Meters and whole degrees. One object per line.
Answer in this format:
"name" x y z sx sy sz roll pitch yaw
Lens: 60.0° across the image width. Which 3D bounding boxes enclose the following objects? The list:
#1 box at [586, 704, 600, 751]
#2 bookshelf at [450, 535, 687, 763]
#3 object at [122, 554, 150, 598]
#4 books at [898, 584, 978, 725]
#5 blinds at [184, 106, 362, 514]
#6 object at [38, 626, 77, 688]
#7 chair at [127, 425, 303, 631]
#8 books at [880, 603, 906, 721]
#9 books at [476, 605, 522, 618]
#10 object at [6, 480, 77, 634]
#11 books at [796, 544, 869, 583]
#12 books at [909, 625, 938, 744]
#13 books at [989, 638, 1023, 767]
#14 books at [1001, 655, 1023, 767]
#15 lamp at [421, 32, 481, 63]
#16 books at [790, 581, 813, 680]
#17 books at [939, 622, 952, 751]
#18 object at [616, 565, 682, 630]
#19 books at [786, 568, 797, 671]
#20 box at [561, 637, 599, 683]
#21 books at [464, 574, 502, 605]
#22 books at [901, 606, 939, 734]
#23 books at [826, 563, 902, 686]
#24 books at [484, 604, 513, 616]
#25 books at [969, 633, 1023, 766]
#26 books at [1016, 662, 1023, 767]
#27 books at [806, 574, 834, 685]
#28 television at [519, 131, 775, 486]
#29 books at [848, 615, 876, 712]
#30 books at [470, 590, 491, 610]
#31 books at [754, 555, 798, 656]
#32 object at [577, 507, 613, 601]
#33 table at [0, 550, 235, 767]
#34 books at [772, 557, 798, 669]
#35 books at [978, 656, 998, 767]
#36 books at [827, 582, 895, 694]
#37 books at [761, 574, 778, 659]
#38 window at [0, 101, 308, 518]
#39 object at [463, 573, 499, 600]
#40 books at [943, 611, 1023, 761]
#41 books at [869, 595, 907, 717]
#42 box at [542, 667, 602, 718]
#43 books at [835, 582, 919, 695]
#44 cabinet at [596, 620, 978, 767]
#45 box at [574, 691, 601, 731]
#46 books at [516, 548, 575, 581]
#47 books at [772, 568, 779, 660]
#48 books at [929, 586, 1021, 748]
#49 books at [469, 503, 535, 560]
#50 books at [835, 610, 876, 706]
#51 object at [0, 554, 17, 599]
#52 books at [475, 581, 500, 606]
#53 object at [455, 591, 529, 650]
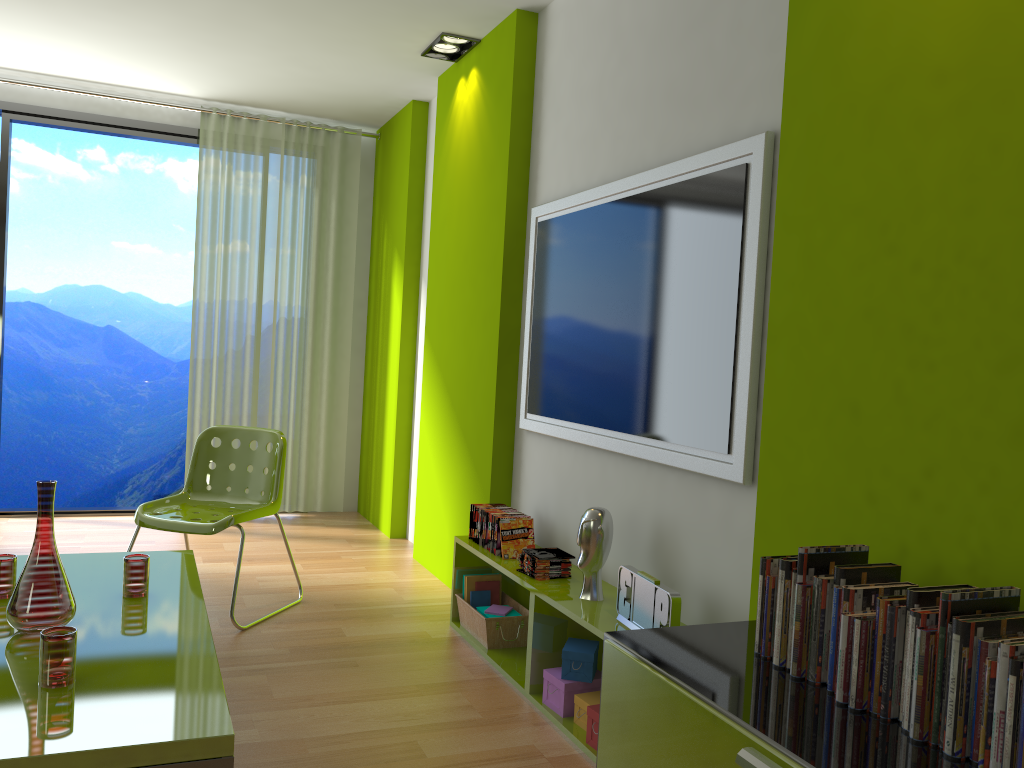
"box" 0.325 1.014 2.597 0.202 0.116 0.135 2 2 -28
"bookshelf" 0.201 0.875 3.042 0.306 0.378 1.630 2 2 -23
"object" -1.162 0.594 2.741 0.076 0.122 0.075 4 2 12
"books" 0.712 0.455 1.485 0.144 0.229 0.025 2 2 -23
"blinds" -1.550 -0.438 5.783 1.012 2.568 0.067 2 2 -23
"object" -1.037 0.624 2.025 0.075 0.122 0.076 4 2 33
"chair" -1.285 0.579 3.807 0.640 0.759 0.546 4 2 16
"books" 0.694 0.469 1.502 0.163 0.198 0.018 2 2 -23
"books" -0.044 0.916 3.507 0.143 0.025 0.182 2 2 -23
"object" -1.254 0.460 2.375 0.168 0.400 0.168 2 2 -37
"books" 0.609 0.434 1.704 0.163 0.246 0.017 2 2 -23
"books" 0.716 0.480 1.425 0.180 0.185 0.025 2 2 -23
"books" 0.774 0.478 1.309 0.163 0.204 0.025 2 2 -23
"books" 0.772 0.485 1.281 0.161 0.191 0.021 2 2 -23
"lamp" -0.299 -1.701 4.330 0.192 0.131 0.352 2 2 -23
"books" 0.607 0.466 1.682 0.180 0.183 0.025 2 2 -23
"books" 0.739 0.473 1.395 0.161 0.204 0.014 2 2 -23
"object" 0.383 0.632 2.521 0.047 0.176 0.340 3 2 -18
"books" 0.603 0.455 1.719 0.161 0.201 0.013 2 2 -23
"box" 0.221 0.894 2.875 0.102 0.093 0.138 4 2 12
"books" -0.120 0.898 3.689 0.158 0.202 0.051 2 2 -23
"books" 0.713 0.469 1.455 0.163 0.204 0.033 2 2 -23
"books" 0.647 0.448 1.636 0.144 0.227 0.025 2 2 -23
"books" -0.052 0.899 3.523 0.087 0.008 0.110 4 2 17
"books" 0.763 0.481 1.350 0.151 0.193 0.025 2 2 -23
"books" 0.782 0.484 1.257 0.161 0.196 0.030 2 2 -23
"books" 0.626 0.458 1.659 0.163 0.201 0.032 2 2 -23
"television" 0.362 -0.238 3.064 0.028 0.941 1.537 2 2 -23
"books" 0.664 0.484 1.542 0.185 0.164 0.025 2 2 -23
"books" -0.131 0.926 3.648 0.086 0.148 0.025 2 2 -23
"books" 0.567 0.450 1.802 0.163 0.201 0.025 2 2 -23
"object" 0.270 0.552 2.876 0.107 0.305 0.107 4 2 34
"table" -1.270 0.830 2.437 0.810 0.349 1.682 2 2 -23
"books" 0.590 0.447 1.736 0.172 0.215 0.030 2 2 -23
"books" 0.765 0.492 1.329 0.163 0.173 0.017 2 2 -23
"books" 0.645 0.464 1.613 0.163 0.196 0.018 2 2 -23
"books" 0.574 0.467 1.783 0.163 0.171 0.017 2 2 -23
"window" -2.905 -0.421 5.465 3.336 2.498 0.219 2 2 -23
"object" -0.129 0.898 3.712 0.158 0.200 0.040 2 2 -23
"books" 0.743 0.467 1.372 0.172 0.217 0.031 2 2 -23
"books" 0.685 0.466 1.522 0.163 0.204 0.025 2 2 -23
"box" 0.207 0.998 2.883 0.202 0.116 0.135 2 2 -28
"books" 0.653 0.462 1.594 0.163 0.201 0.025 2 2 -23
"cabinet" 1.034 0.914 0.403 0.547 0.593 3.384 2 2 -23
"box" 0.277 1.018 2.748 0.169 0.093 0.102 2 2 -28
"books" 0.117 0.639 3.163 0.164 0.078 0.172 2 2 -24
"books" 0.588 0.458 1.766 0.151 0.191 0.025 2 2 -23
"books" 0.734 0.450 1.408 0.163 0.248 0.017 2 2 -23
"books" -0.038 0.584 3.539 0.147 0.150 0.370 2 2 -23
"books" 0.652 0.483 1.567 0.185 0.162 0.025 2 2 -23
"object" -1.524 0.577 2.650 0.076 0.122 0.075 4 2 12
"books" -0.102 0.909 3.673 0.105 0.182 0.031 2 2 -23
"object" -0.074 0.949 3.567 0.213 0.129 0.367 2 2 -23
